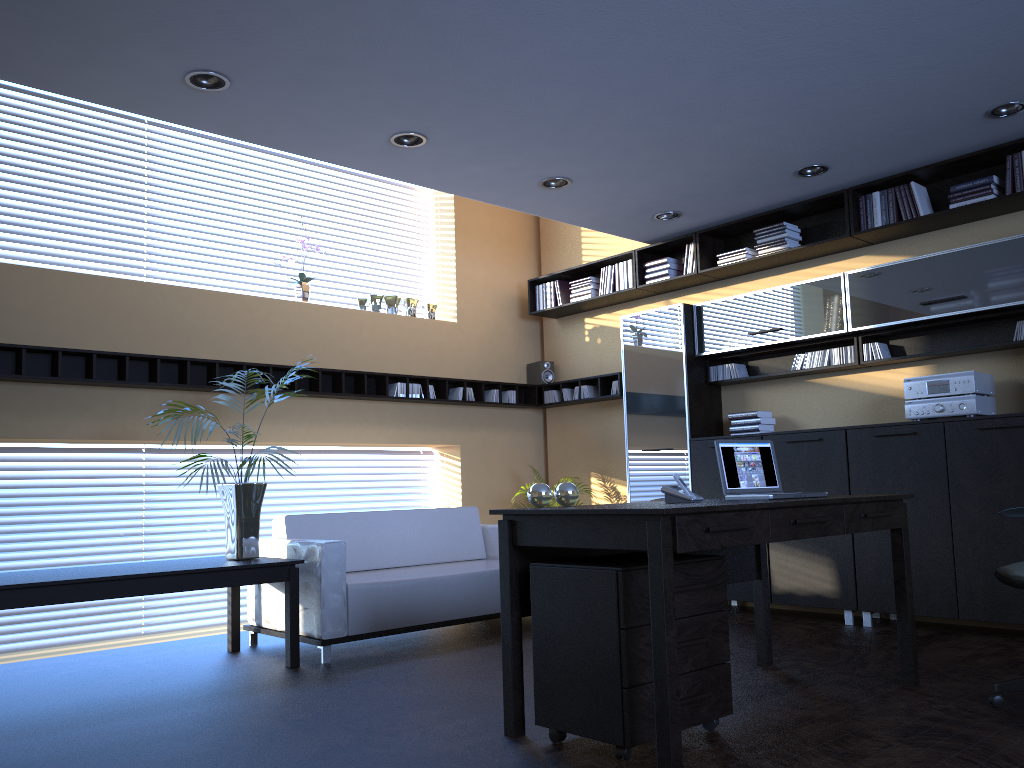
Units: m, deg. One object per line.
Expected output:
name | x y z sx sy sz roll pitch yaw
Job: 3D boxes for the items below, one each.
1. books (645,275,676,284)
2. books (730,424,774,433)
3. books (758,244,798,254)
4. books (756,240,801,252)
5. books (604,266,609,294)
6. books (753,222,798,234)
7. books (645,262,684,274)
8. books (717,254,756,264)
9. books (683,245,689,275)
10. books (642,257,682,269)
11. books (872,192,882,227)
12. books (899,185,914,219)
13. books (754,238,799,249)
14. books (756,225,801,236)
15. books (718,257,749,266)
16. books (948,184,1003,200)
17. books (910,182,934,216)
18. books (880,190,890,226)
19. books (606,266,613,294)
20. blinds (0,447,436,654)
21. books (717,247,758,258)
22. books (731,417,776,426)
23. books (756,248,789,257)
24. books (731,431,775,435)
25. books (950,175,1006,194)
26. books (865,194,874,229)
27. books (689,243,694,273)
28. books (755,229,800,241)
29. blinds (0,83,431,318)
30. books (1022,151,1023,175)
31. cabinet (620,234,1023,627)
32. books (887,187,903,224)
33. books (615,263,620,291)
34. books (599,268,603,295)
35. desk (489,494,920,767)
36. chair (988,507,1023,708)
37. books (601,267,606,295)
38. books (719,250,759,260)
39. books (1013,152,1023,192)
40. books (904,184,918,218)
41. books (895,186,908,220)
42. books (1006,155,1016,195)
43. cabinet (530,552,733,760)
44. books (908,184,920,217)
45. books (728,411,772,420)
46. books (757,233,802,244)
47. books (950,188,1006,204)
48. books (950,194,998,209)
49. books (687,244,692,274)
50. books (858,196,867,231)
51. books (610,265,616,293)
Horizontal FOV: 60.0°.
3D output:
books | 1.290 -0.863 7.487 0.207 0.050 0.259 4 -9 -42
books | 1.842 0.345 6.811 0.207 0.050 0.259 4 -9 -41
books | 2.029 -1.002 6.684 0.207 0.028 0.259 4 -9 -41
books | 2.014 -1.028 6.700 0.207 0.028 0.259 4 -9 -42
books | 0.903 -0.905 7.912 0.207 0.259 0.075 4 -8 -42
books | 1.997 -1.169 6.718 0.207 0.028 0.259 4 -9 -42
books | 1.292 -0.964 7.499 0.207 0.050 0.259 4 -9 -42
books | 1.776 -0.963 6.941 0.207 0.028 0.259 4 -9 -41
books | 1.488 -0.999 7.281 0.207 0.259 0.075 4 -8 -42
books | 1.273 -1.013 7.517 0.207 0.050 0.259 4 -9 -42
books | 2.554 -1.174 6.101 0.207 0.258 0.050 4 -8 -42
books | 2.690 -1.195 5.954 0.207 0.259 0.075 4 -8 -42
books | 2.008 -1.053 6.727 0.207 0.028 0.259 5 -9 -43
books | 2.010 -1.144 6.697 0.207 0.028 0.259 4 -9 -42
books | 1.782 -0.936 6.929 0.207 0.028 0.259 4 -9 -41
books | 2.957 -1.208 5.656 0.207 0.031 0.259 4 -9 -42
books | 2.731 -1.205 5.888 0.207 0.257 0.072 4 -8 -42
books | 2.594 -1.179 6.067 0.207 0.258 0.050 4 -8 -42
books | 0.925 -0.909 7.890 0.207 0.259 0.075 4 -8 -42
blinds | -2.729 1.152 6.515 5.396 1.364 0.047 4 -8 -42
books | 1.777 -1.018 6.961 0.207 0.028 0.259 5 -9 -43
books | 1.855 0.294 6.813 0.207 0.050 0.259 4 -9 -41
books | 2.008 -0.972 6.690 0.207 0.028 0.259 4 -9 -42
books | 1.847 0.394 6.795 0.207 0.050 0.259 4 -9 -41
books | 2.964 -1.252 5.639 0.207 0.050 0.259 4 -9 -42
books | 2.524 -1.168 6.143 0.207 0.258 0.050 4 -8 -42
books | 1.524 -1.007 7.228 0.207 0.259 0.075 4 -8 -43
books | 2.005 -1.114 6.705 0.207 0.028 0.259 4 -9 -42
blinds | -2.809 -1.406 6.756 5.396 1.457 0.039 4 -8 -42
books | 3.176 -1.276 5.404 0.207 0.258 0.050 4 -8 -42
cabinet | 2.409 0.420 6.095 0.491 2.393 3.883 3 -8 -42
books | 2.627 -1.185 6.027 0.207 0.258 0.050 4 -8 -42
books | 0.994 -0.919 7.823 0.207 0.258 0.050 3 -8 -41
books | 0.866 -0.898 7.965 0.207 0.259 0.075 4 -8 -42
desk | 0.929 0.959 3.868 1.896 0.888 0.915 4 -8 -42
chair | 2.347 0.706 3.489 0.768 1.212 0.834 -2 -6 5
books | 0.882 -0.902 7.937 0.207 0.259 0.075 4 -8 -42
books | 1.788 -0.992 6.939 0.207 0.028 0.259 4 -9 -42
books | 3.147 -1.270 5.449 0.207 0.258 0.050 4 -8 -42
books | 2.708 -1.197 5.927 0.207 0.257 0.072 3 -8 -41
books | 2.669 -1.192 5.978 0.207 0.259 0.075 3 -8 -41
books | 3.109 -1.264 5.486 0.207 0.259 0.055 4 -8 -42
cabinet | 0.483 1.030 3.472 0.635 0.678 0.501 4 -8 -42
books | 2.735 -1.201 5.922 0.207 0.257 0.072 4 -8 -42
books | 1.831 0.245 6.826 0.207 0.050 0.259 4 -9 -42
books | 2.021 -1.086 6.702 0.207 0.028 0.259 4 -9 -42
books | 2.966 -1.179 5.644 0.207 0.031 0.259 4 -9 -42
books | 2.966 -1.135 5.653 0.207 0.050 0.259 4 -9 -42
books | 1.512 -1.002 7.261 0.207 0.259 0.075 4 -8 -42
books | 2.489 -1.162 6.181 0.207 0.258 0.050 3 -8 -41
books | 0.957 -0.911 7.876 0.207 0.259 0.075 4 -8 -42
